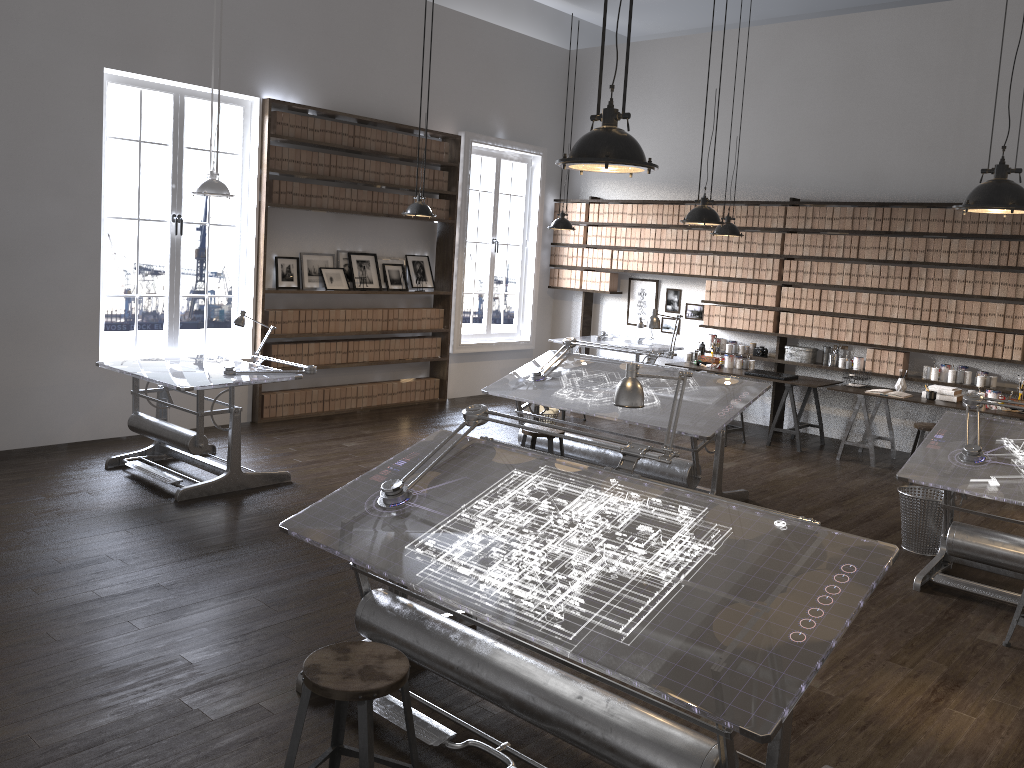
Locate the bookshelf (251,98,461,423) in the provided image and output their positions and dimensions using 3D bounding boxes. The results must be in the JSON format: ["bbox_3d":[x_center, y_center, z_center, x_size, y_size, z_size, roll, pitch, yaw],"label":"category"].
[{"bbox_3d":[-1.652,-0.872,9.271,0.414,3.704,2.477,8,8,41],"label":"bookshelf"}]

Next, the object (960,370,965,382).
[{"bbox_3d":[4.160,-0.067,8.197,0.045,0.127,0.044,0,7,-31],"label":"object"}]

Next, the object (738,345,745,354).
[{"bbox_3d":[2.494,-0.372,9.624,0.062,0.094,0.062,7,7,27],"label":"object"}]

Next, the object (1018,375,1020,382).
[{"bbox_3d":[4.374,0.029,7.628,0.007,0.213,0.055,-1,8,-42],"label":"object"}]

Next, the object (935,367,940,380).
[{"bbox_3d":[3.988,-0.094,8.310,0.045,0.127,0.044,9,8,41],"label":"object"}]

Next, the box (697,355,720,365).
[{"bbox_3d":[2.133,-0.254,9.591,0.213,0.083,0.138,11,10,41],"label":"box"}]

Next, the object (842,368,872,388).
[{"bbox_3d":[3.322,-0.055,8.525,0.204,0.160,0.284,10,10,41],"label":"object"}]

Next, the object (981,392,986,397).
[{"bbox_3d":[4.195,0.123,7.893,0.045,0.100,0.044,9,8,41],"label":"object"}]

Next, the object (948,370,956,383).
[{"bbox_3d":[4.058,-0.069,8.170,0.062,0.119,0.062,5,6,10],"label":"object"}]

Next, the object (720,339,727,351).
[{"bbox_3d":[2.339,-0.432,9.807,0.070,0.130,0.070,2,6,-11],"label":"object"}]

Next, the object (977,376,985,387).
[{"bbox_3d":[4.236,-0.023,8.003,0.062,0.095,0.062,2,7,-17],"label":"object"}]

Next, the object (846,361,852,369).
[{"bbox_3d":[3.409,-0.198,8.865,0.181,0.093,0.062,-2,8,-35],"label":"object"}]

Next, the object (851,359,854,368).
[{"bbox_3d":[3.414,-0.200,8.855,0.045,0.100,0.044,9,8,44],"label":"object"}]

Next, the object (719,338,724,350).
[{"bbox_3d":[2.340,-0.443,9.887,0.072,0.128,0.071,3,6,-2],"label":"object"}]

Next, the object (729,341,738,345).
[{"bbox_3d":[2.436,-0.411,9.774,0.094,0.127,0.095,1,7,-18],"label":"object"}]

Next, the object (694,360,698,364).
[{"bbox_3d":[2.000,-0.236,9.588,0.049,0.037,0.049,9,9,37],"label":"object"}]

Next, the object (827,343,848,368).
[{"bbox_3d":[3.293,-0.313,8.963,0.182,0.270,0.157,7,7,25],"label":"object"}]

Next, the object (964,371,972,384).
[{"bbox_3d":[4.192,-0.057,8.144,0.062,0.119,0.062,5,6,10],"label":"object"}]

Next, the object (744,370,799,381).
[{"bbox_3d":[2.601,-0.089,8.881,0.447,0.033,0.312,11,11,41],"label":"object"}]

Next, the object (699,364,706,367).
[{"bbox_3d":[2.031,-0.197,9.443,0.005,0.005,0.158,2,9,-14],"label":"object"}]

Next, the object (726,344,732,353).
[{"bbox_3d":[2.372,-0.388,9.683,0.062,0.094,0.062,7,7,27],"label":"object"}]

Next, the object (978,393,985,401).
[{"bbox_3d":[4.154,0.128,7.846,0.062,0.094,0.062,4,6,1],"label":"object"}]

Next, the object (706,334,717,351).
[{"bbox_3d":[2.214,-0.459,9.818,0.107,0.176,0.108,9,9,43],"label":"object"}]

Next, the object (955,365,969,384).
[{"bbox_3d":[4.160,-0.085,8.214,0.094,0.161,0.205,9,9,42],"label":"object"}]

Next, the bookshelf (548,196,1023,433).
[{"bbox_3d":[3.974,-0.141,8.436,9.215,3.190,0.374,11,9,41],"label":"bookshelf"}]

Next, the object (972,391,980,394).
[{"bbox_3d":[4.142,0.117,7.915,0.063,0.093,0.063,3,7,-8],"label":"object"}]

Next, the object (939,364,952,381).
[{"bbox_3d":[4.057,-0.103,8.291,0.095,0.161,0.094,8,8,37],"label":"object"}]

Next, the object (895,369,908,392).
[{"bbox_3d":[3.682,-0.033,8.371,0.101,0.208,0.102,3,6,-4],"label":"object"}]

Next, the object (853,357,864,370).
[{"bbox_3d":[3.437,-0.201,8.788,0.094,0.127,0.095,-2,9,-42],"label":"object"}]

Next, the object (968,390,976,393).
[{"bbox_3d":[4.139,0.106,7.982,0.062,0.094,0.062,3,7,-8],"label":"object"}]

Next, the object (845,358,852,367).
[{"bbox_3d":[3.388,-0.209,8.906,0.062,0.093,0.063,4,7,3],"label":"object"}]

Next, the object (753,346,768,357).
[{"bbox_3d":[2.649,-0.347,9.470,0.171,0.108,0.091,10,9,41],"label":"object"}]

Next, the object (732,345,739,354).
[{"bbox_3d":[2.433,-0.379,9.649,0.063,0.093,0.063,7,7,27],"label":"object"}]

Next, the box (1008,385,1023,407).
[{"bbox_3d":[4.394,0.122,7.596,0.212,0.206,0.138,10,9,41],"label":"box"}]

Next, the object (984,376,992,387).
[{"bbox_3d":[4.301,-0.020,8.016,0.062,0.094,0.063,2,7,-17],"label":"object"}]

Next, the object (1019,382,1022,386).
[{"bbox_3d":[4.374,0.056,7.619,0.038,0.152,0.008,4,6,1],"label":"object"}]

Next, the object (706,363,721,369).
[{"bbox_3d":[2.125,-0.198,9.365,0.132,0.050,0.198,1,9,-19],"label":"object"}]

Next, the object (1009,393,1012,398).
[{"bbox_3d":[4.320,0.132,7.701,0.040,0.129,0.005,8,7,39],"label":"object"}]

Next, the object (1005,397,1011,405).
[{"bbox_3d":[4.312,0.163,7.723,0.059,0.088,0.060,-3,9,-44],"label":"object"}]

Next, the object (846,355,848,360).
[{"bbox_3d":[3.352,-0.226,8.841,0.041,0.124,0.008,7,7,30],"label":"object"}]

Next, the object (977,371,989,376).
[{"bbox_3d":[4.323,-0.051,8.140,0.094,0.129,0.095,7,7,28],"label":"object"}]

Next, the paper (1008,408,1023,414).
[{"bbox_3d":[4.275,0.217,7.500,0.137,0.038,0.156,-2,10,-34],"label":"paper"}]

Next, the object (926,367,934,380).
[{"bbox_3d":[3.935,-0.100,8.332,0.063,0.117,0.063,3,6,-8],"label":"object"}]

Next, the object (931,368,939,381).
[{"bbox_3d":[3.947,-0.089,8.263,0.062,0.119,0.062,4,6,1],"label":"object"}]

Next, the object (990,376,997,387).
[{"bbox_3d":[4.368,-0.020,8.039,0.062,0.095,0.062,2,7,-17],"label":"object"}]

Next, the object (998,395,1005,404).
[{"bbox_3d":[4.251,0.152,7.690,0.049,0.111,0.050,-3,9,-45],"label":"object"}]

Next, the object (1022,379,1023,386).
[{"bbox_3d":[4.379,0.048,7.610,0.021,0.179,0.005,0,6,-30],"label":"object"}]

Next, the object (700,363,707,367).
[{"bbox_3d":[2.037,-0.202,9.431,0.011,0.017,0.172,2,9,-17],"label":"object"}]

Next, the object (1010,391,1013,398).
[{"bbox_3d":[4.330,0.134,7.700,0.033,0.147,0.005,8,7,40],"label":"object"}]

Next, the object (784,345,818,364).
[{"bbox_3d":[3.003,-0.308,9.209,0.318,0.151,0.193,10,10,40],"label":"object"}]

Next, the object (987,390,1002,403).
[{"bbox_3d":[4.228,0.126,7.762,0.104,0.141,0.105,-2,9,-41],"label":"object"}]

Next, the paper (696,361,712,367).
[{"bbox_3d":[2.041,-0.215,9.468,0.155,0.038,0.138,8,9,26],"label":"paper"}]

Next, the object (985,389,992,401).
[{"bbox_3d":[4.263,0.117,7.874,0.095,0.127,0.094,9,8,37],"label":"object"}]

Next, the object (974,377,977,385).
[{"bbox_3d":[4.254,-0.024,8.088,0.054,0.081,0.054,7,8,31],"label":"object"}]

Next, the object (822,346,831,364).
[{"bbox_3d":[3.236,-0.291,9.119,0.079,0.187,0.079,6,6,20],"label":"object"}]

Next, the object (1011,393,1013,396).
[{"bbox_3d":[4.335,0.135,7.718,0.041,0.124,0.005,8,7,38],"label":"object"}]

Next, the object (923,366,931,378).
[{"bbox_3d":[3.933,-0.111,8.399,0.062,0.119,0.062,3,6,-8],"label":"object"}]

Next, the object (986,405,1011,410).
[{"bbox_3d":[4.163,0.196,7.570,0.197,0.050,0.133,5,8,12],"label":"object"}]
